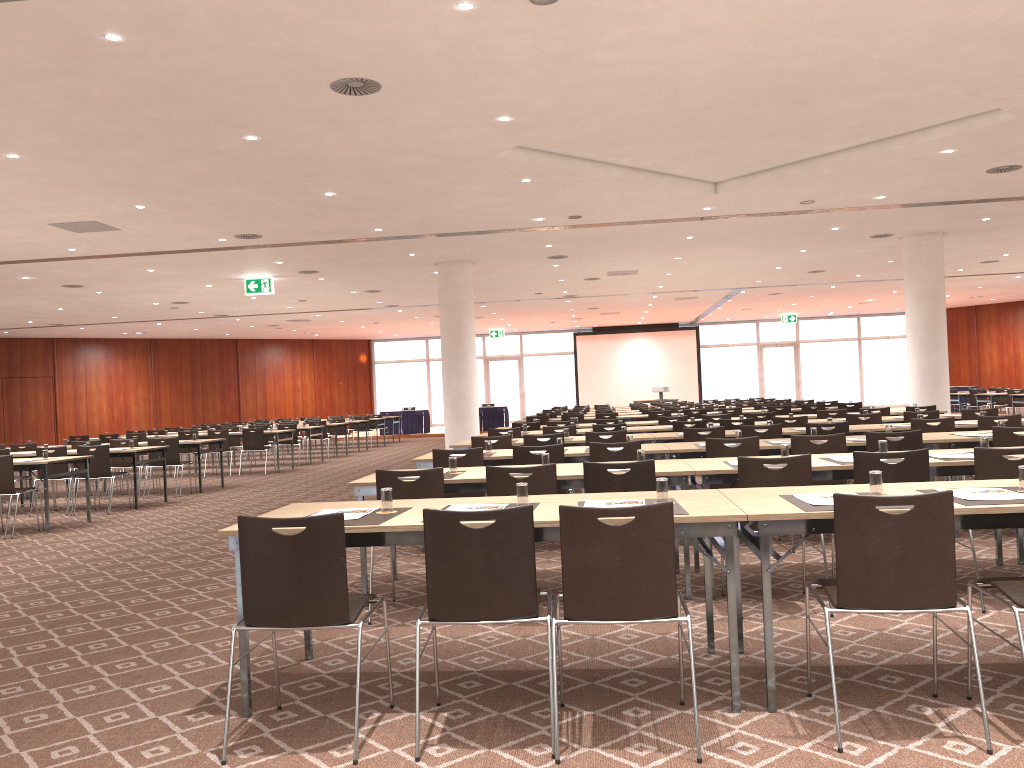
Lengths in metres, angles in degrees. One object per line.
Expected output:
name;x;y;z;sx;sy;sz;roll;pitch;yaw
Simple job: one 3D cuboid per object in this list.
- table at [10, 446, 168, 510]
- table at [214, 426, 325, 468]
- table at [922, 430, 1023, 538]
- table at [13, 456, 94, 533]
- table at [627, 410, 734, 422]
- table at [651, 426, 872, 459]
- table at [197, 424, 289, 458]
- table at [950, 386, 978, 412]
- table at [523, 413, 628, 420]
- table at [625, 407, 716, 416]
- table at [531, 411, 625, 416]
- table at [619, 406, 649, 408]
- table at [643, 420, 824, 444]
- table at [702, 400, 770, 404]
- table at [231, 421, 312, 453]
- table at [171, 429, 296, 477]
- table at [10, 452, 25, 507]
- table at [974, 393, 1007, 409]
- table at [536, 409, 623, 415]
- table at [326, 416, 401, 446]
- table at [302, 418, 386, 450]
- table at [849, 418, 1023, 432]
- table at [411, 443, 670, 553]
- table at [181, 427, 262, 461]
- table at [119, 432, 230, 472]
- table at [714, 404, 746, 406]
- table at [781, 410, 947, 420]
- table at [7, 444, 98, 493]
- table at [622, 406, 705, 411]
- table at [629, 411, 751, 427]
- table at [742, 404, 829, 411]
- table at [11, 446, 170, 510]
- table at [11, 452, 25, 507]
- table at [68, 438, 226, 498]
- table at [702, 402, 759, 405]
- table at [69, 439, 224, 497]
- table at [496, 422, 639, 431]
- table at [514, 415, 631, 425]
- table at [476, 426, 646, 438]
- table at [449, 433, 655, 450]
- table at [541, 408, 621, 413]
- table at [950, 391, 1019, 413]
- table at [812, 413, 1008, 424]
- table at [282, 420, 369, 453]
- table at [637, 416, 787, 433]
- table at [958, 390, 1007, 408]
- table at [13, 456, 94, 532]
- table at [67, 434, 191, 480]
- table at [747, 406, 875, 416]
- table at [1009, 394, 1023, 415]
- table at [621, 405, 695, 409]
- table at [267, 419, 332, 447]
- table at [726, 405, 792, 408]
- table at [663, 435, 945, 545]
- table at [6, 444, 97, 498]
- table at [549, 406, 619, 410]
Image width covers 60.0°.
table;-6.265;1.387;12.887;2.267;0.833;0.953;-3;0;6
table;-5.530;1.439;20.351;2.267;0.833;0.953;-3;0;6
table;4.812;0.829;7.775;2.267;0.833;0.953;-3;0;6
table;-6.461;1.373;10.897;2.267;0.833;0.953;-3;0;6
table;3.683;1.014;19.442;2.267;0.833;0.953;-3;0;6
table;2.752;0.947;9.988;2.267;0.833;0.953;-3;0;6
table;-7.395;1.571;24.555;2.267;0.833;0.953;-3;0;6
table;14.597;0.517;29.642;1.712;0.832;1.041;-3;0;6
table;1.426;1.118;19.665;2.267;0.833;0.953;-3;0;6
table;3.879;1.028;21.433;2.267;0.833;0.953;-3;0;6
table;1.623;1.132;21.655;2.267;0.833;0.953;-3;0;6
table;4.468;1.070;27.404;2.267;0.833;0.953;-3;0;6
table;2.948;0.961;11.978;2.267;0.833;0.953;-3;0;6
table;6.724;0.966;27.181;2.267;0.833;0.953;-3;0;6
table;-7.198;1.585;26.545;2.267;0.833;0.953;-3;0;6
table;-5.726;1.425;18.361;2.267;0.833;0.953;-3;0;6
table;-8.522;1.491;13.110;2.267;0.833;0.953;-3;0;6
table;13.130;0.624;22.529;2.267;0.833;0.953;-3;0;6
table;1.819;1.146;23.646;2.267;0.833;0.953;-3;0;6
table;-4.746;1.495;28.313;2.267;0.833;0.953;-3;0;6
table;-4.942;1.481;26.322;2.267;0.833;0.953;-3;0;6
table;5.009;0.843;9.765;2.267;0.833;0.953;-3;0;6
table;0.299;1.038;8.220;2.267;0.833;0.953;-3;0;6
table;-7.591;1.557;22.564;2.267;0.833;0.953;-3;0;6
table;-7.787;1.543;20.574;2.267;0.833;0.953;-3;0;6
table;6.332;0.938;23.200;2.267;0.833;0.953;-3;0;6
table;5.401;0.871;13.746;2.267;0.833;0.953;-3;0;6
table;-8.326;1.505;15.101;2.267;0.833;0.953;-3;0;6
table;4.075;1.042;23.423;2.267;0.833;0.953;-3;0;6
table;3.487;1.000;17.452;2.267;0.833;0.953;-3;0;6
table;5.940;0.910;19.219;2.267;0.833;0.953;-3;0;6
table;-6.265;1.387;12.887;2.267;0.833;0.953;-3;0;6
table;-8.522;1.491;13.110;2.267;0.833;0.953;-3;0;6
table;-6.069;1.401;14.878;2.267;0.833;0.953;-3;0;6
table;6.528;0.952;25.191;2.267;0.833;0.953;-3;0;6
table;-6.069;1.401;14.878;2.267;0.833;0.953;-3;0;6
table;0.887;1.080;14.191;2.267;0.833;0.953;-3;0;6
table;1.230;1.104;17.675;2.267;0.833;0.953;-3;0;6
table;0.691;1.066;12.201;2.267;0.833;0.953;-3;0;6
table;0.495;1.052;10.211;2.267;0.833;0.953;-3;0;6
table;2.015;1.160;25.636;2.267;0.833;0.953;-3;0;6
table;13.326;0.638;24.520;2.267;0.833;0.953;-3;0;6
table;5.205;0.857;11.756;2.267;0.833;0.953;-3;0;6
table;-5.138;1.467;24.332;2.267;0.833;0.953;-3;0;6
table;3.144;0.975;13.969;2.267;0.833;0.953;-3;0;6
table;13.522;0.652;26.510;2.267;0.833;0.953;-3;0;6
table;-6.461;1.373;10.897;2.267;0.833;0.953;-3;0;6
table;-7.983;1.529;18.584;2.267;0.833;0.953;-3;0;6
table;5.744;0.896;17.229;2.267;0.833;0.953;-3;0;6
table;12.934;0.610;20.539;2.267;0.833;0.953;-3;0;6
table;4.272;1.056;25.413;2.267;0.833;0.953;-3;0;6
table;-7.002;1.599;28.535;2.267;0.833;0.953;-3;0;6
table;6.136;0.924;21.210;2.267;0.833;0.953;-3;0;6
table;2.556;0.933;7.998;2.267;0.833;0.953;-3;0;6
table;-8.326;1.505;15.101;2.267;0.833;0.953;-3;0;6
table;2.211;1.174;27.626;2.267;0.833;0.953;-3;0;6
